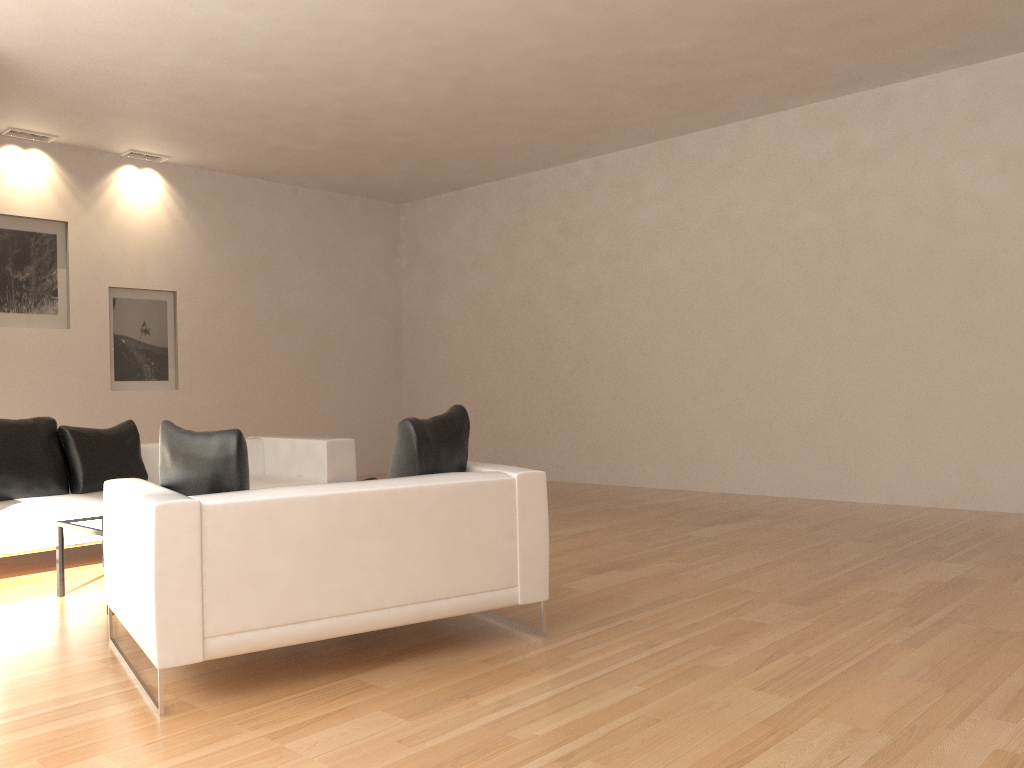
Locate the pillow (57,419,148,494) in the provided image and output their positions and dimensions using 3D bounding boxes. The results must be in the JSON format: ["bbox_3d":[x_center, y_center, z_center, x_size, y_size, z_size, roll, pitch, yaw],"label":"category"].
[{"bbox_3d":[-3.016,0.535,6.560,0.270,0.524,0.628,-2,0,26],"label":"pillow"}]

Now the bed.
[{"bbox_3d":[-2.740,0.842,6.605,1.262,0.761,3.075,-2,-1,43],"label":"bed"}]

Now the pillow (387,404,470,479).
[{"bbox_3d":[-0.400,0.433,4.180,0.324,0.666,0.506,-2,0,33],"label":"pillow"}]

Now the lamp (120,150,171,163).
[{"bbox_3d":[-3.997,-2.557,9.675,0.243,0.166,0.446,-2,-1,43],"label":"lamp"}]

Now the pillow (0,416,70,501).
[{"bbox_3d":[-3.441,0.517,6.068,0.346,0.666,0.755,-2,0,28],"label":"pillow"}]

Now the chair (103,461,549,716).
[{"bbox_3d":[-0.870,0.781,4.044,1.671,0.761,1.262,-1,0,-32],"label":"chair"}]

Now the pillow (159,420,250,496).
[{"bbox_3d":[-1.305,0.445,3.711,0.660,0.598,0.291,-2,0,32],"label":"pillow"}]

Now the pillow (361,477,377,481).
[{"bbox_3d":[-1.244,0.995,7.123,0.503,0.457,0.340,-1,0,-29],"label":"pillow"}]

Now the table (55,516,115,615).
[{"bbox_3d":[-1.790,0.992,5.359,0.709,0.460,1.566,-2,-1,43],"label":"table"}]

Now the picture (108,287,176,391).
[{"bbox_3d":[-4.087,-0.485,9.803,0.005,1.155,0.802,-2,-1,43],"label":"picture"}]

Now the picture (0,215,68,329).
[{"bbox_3d":[-4.892,-1.122,8.950,0.005,1.155,0.802,-2,-1,43],"label":"picture"}]

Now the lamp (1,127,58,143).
[{"bbox_3d":[-4.793,-2.544,8.812,0.243,0.166,0.446,-2,-1,43],"label":"lamp"}]
